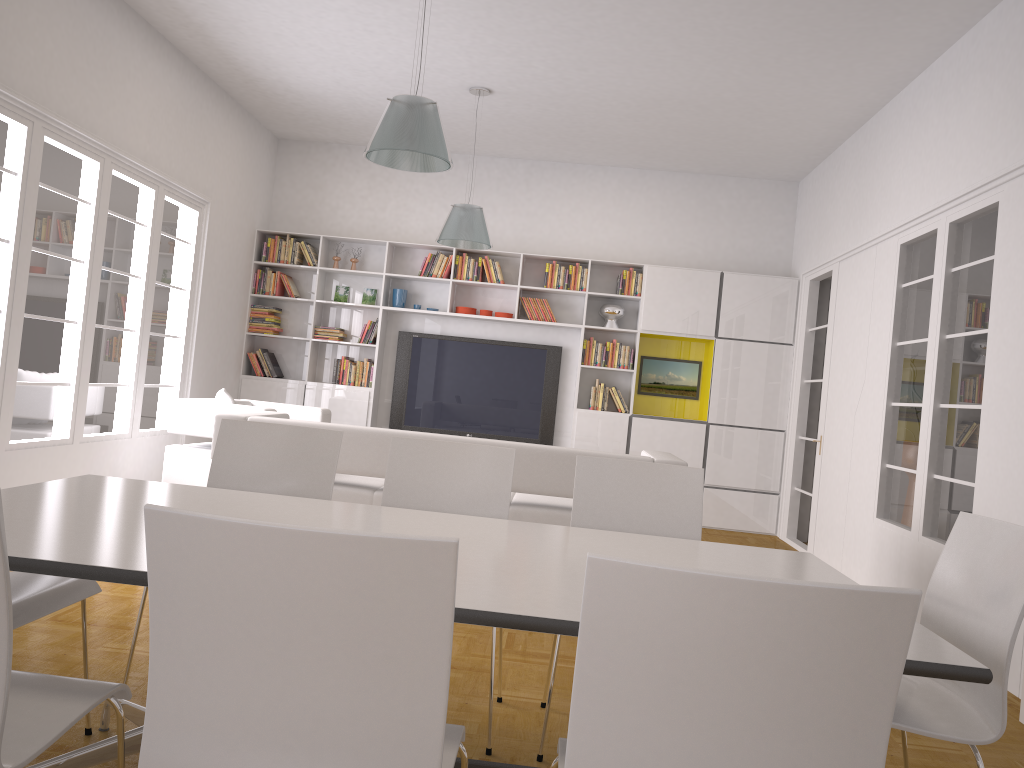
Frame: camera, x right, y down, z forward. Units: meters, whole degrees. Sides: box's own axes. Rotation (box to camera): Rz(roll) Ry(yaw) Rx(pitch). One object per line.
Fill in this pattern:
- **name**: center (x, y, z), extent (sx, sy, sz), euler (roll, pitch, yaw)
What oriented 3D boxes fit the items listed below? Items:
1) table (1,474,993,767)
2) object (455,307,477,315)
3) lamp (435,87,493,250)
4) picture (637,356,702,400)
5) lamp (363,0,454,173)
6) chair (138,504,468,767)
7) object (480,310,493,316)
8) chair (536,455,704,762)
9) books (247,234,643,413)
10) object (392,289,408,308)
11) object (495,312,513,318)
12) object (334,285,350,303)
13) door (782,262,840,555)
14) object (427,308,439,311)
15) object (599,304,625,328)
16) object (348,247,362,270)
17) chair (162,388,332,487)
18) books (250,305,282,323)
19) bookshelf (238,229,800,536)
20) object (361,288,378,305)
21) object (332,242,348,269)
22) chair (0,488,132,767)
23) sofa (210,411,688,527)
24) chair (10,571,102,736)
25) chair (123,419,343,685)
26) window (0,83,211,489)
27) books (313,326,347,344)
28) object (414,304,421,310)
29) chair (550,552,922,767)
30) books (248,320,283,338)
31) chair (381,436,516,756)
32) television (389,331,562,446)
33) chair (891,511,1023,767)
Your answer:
- **table**: center (-0.306, 0.776, 2.309), extent (2.411, 0.722, 1.210), euler (6, -1, 3)
- **object**: center (-0.461, -0.724, 8.862), extent (0.210, 0.073, 0.211), euler (6, 0, -22)
- **lamp**: center (-0.320, -1.733, 7.087), extent (0.464, 1.250, 0.464), euler (6, -1, 3)
- **picture**: center (1.574, -0.061, 8.853), extent (0.609, 0.388, 0.007), euler (6, -1, 3)
- **lamp**: center (-0.468, -1.760, 4.550), extent (0.464, 1.250, 0.464), euler (6, -1, 3)
- **chair**: center (-0.343, 0.668, 1.536), extent (0.561, 0.931, 0.575), euler (6, -1, 3)
- **object**: center (-0.259, -0.697, 8.850), extent (0.128, 0.073, 0.129), euler (6, -1, 0)
- **chair**: center (0.417, 0.750, 3.049), extent (0.561, 0.931, 0.575), euler (6, -1, 3)
- **books**: center (-0.695, -0.618, 8.865), extent (3.862, 1.456, 0.235), euler (6, -1, 3)
- **object**: center (-1.130, -0.850, 8.893), extent (0.147, 0.192, 0.147), euler (6, -1, -7)
- **object**: center (-0.081, -0.677, 8.820), extent (0.182, 0.054, 0.183), euler (6, 0, 0)
- **object**: center (-1.739, -0.910, 9.051), extent (0.144, 0.190, 0.051), euler (6, -1, 3)
- **door**: center (2.620, 0.222, 7.761), extent (0.139, 2.455, 1.008), euler (6, -1, 3)
- **object**: center (-0.794, -0.736, 8.870), extent (0.124, 0.032, 0.123), euler (6, 0, -11)
- **object**: center (0.983, -0.659, 8.772), extent (0.256, 0.239, 0.256), euler (6, -1, 11)
- **object**: center (-1.627, -1.263, 8.988), extent (0.179, 0.260, 0.119), euler (5, -1, 24)
- **chair**: center (-2.006, 0.509, 6.847), extent (0.801, 0.912, 1.095), euler (5, -1, 13)
- **books**: center (-2.495, -0.707, 8.987), extent (0.252, 0.153, 0.207), euler (6, -1, 3)
- **bookshelf**: center (-0.005, -0.047, 8.842), extent (5.365, 2.481, 0.389), euler (6, -1, 3)
- **object**: center (-1.452, -0.882, 9.033), extent (0.144, 0.190, 0.051), euler (6, -1, 3)
- **object**: center (-1.746, -1.284, 8.978), extent (0.121, 0.279, 0.179), euler (5, -1, 9)
- **chair**: center (-1.040, 0.599, 1.579), extent (0.561, 0.931, 0.575), euler (6, -1, 3)
- **sofa**: center (-0.370, 0.710, 5.238), extent (2.623, 0.849, 0.822), euler (6, -1, 3)
- **chair**: center (-1.508, 0.556, 2.404), extent (0.575, 0.931, 0.560), euler (6, -1, 3)
- **chair**: center (-0.936, 0.616, 3.132), extent (0.561, 0.931, 0.575), euler (6, -1, 3)
- **window**: center (-2.903, -0.373, 5.968), extent (0.195, 2.529, 3.348), euler (6, -1, 3)
- **books**: center (-1.829, -0.491, 8.941), extent (0.284, 0.153, 0.207), euler (6, -1, 3)
- **object**: center (-0.949, -0.763, 8.880), extent (0.078, 0.056, 0.078), euler (5, -1, 29)
- **chair**: center (0.313, 0.733, 1.496), extent (0.561, 0.931, 0.575), euler (6, -1, 3)
- **books**: center (-2.494, -0.557, 8.982), extent (0.284, 0.153, 0.207), euler (6, -1, 3)
- **chair**: center (-0.280, 0.681, 3.092), extent (0.561, 0.931, 0.575), euler (6, -1, 3)
- **television**: center (-0.372, 0.086, 8.924), extent (1.660, 1.088, 0.082), euler (6, -1, 3)
- **chair**: center (0.963, 0.794, 2.253), extent (0.575, 0.931, 0.560), euler (6, -1, 3)
